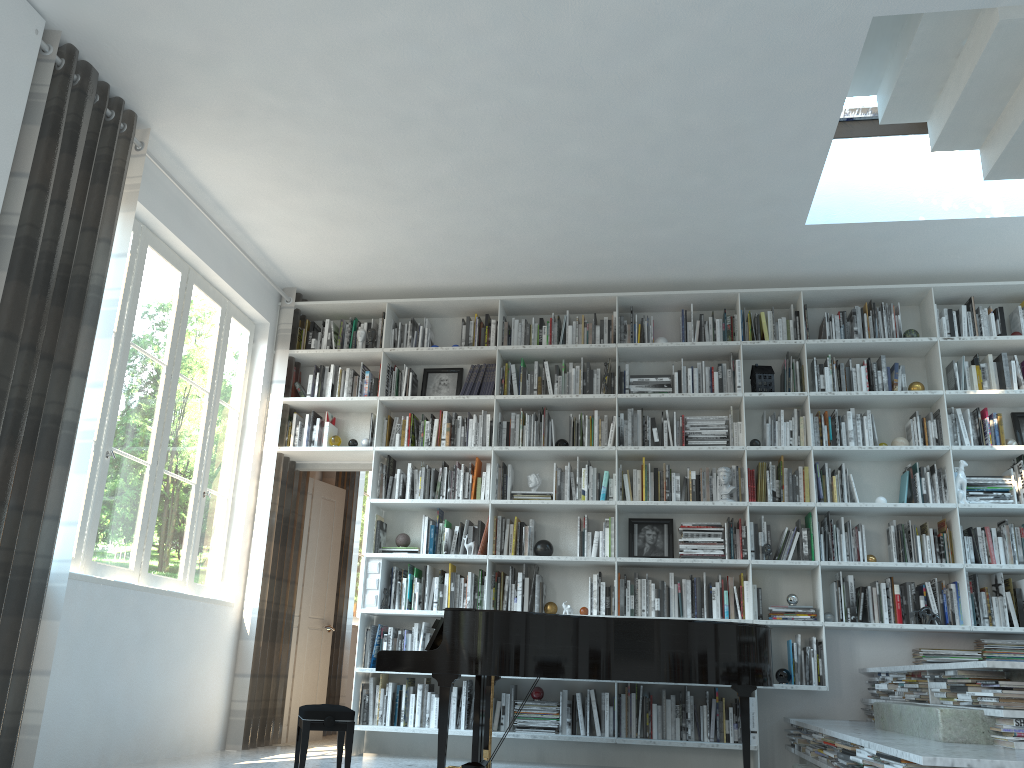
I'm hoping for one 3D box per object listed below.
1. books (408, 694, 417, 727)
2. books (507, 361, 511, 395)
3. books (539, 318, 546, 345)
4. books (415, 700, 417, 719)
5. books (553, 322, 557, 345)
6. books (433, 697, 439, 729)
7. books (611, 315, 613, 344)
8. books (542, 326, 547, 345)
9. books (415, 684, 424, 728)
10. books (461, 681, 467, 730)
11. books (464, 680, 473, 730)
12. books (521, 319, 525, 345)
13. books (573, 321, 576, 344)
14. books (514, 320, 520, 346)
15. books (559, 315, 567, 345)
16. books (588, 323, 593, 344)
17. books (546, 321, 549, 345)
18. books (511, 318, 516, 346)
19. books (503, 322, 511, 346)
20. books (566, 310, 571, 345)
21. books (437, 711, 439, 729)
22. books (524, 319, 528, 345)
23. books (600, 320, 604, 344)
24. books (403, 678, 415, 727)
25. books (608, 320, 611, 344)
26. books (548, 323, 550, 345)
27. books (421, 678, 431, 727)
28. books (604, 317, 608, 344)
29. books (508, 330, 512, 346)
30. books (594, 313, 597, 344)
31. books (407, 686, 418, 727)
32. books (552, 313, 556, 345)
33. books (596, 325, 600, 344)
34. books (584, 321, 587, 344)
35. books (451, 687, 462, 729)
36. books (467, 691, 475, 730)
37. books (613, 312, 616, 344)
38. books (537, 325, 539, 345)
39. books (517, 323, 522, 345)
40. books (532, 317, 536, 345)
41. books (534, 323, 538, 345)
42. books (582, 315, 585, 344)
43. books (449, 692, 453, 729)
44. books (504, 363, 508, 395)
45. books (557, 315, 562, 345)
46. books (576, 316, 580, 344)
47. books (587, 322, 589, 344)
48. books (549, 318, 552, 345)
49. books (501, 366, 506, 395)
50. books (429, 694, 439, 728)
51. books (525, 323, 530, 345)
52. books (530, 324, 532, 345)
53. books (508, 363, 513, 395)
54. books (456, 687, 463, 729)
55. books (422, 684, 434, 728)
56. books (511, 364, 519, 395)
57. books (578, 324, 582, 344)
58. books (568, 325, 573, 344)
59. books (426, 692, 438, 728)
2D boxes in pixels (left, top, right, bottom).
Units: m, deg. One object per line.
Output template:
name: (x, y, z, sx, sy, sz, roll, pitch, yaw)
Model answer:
books: (-0.633, 2.131, 5.795, 0.030, 0.201, 0.168, -1, -18, 9)
books: (-0.015, 0.004, 6.419, 0.014, 0.308, 0.130, -1, -18, 9)
books: (0.220, -0.330, 6.481, 0.028, 0.267, 0.152, -1, -18, 9)
books: (-0.607, 2.136, 5.822, 0.014, 0.210, 0.146, -1, -18, 9)
books: (0.324, -0.318, 6.454, 0.029, 0.235, 0.130, -1, -18, 9)
books: (-0.472, 2.135, 5.764, 0.031, 0.187, 0.190, -1, -18, 9)
books: (0.727, -0.342, 6.382, 0.014, 0.266, 0.172, -1, -18, 9)
books: (0.246, -0.302, 6.458, 0.030, 0.200, 0.152, -1, -18, 9)
books: (-0.587, 2.101, 5.802, 0.031, 0.265, 0.187, -1, -18, 9)
books: (-0.296, 2.084, 5.760, 0.021, 0.294, 0.188, -1, -18, 9)
books: (-0.280, 2.079, 5.756, 0.012, 0.302, 0.166, -1, -18, 9)
books: (0.091, -0.325, 6.484, 0.023, 0.250, 0.171, -1, -18, 9)
books: (0.458, -0.321, 6.429, 0.026, 0.235, 0.135, -1, -18, 9)
books: (0.041, -0.326, 6.494, 0.031, 0.254, 0.146, -1, -18, 9)
books: (0.374, -0.342, 6.435, 0.052, 0.272, 0.173, -1, -18, 9)
books: (0.570, -0.313, 6.381, 0.026, 0.199, 0.188, -1, -18, 9)
books: (0.268, -0.319, 6.456, 0.013, 0.233, 0.155, -1, -18, 9)
books: (0.018, -0.331, 6.520, 0.021, 0.278, 0.141, -1, -18, 9)
books: (-0.035, -0.319, 6.498, 0.029, 0.236, 0.157, -1, -18, 9)
books: (0.409, -0.358, 6.449, 0.014, 0.314, 0.166, -1, -18, 9)
books: (-0.444, 2.108, 5.768, 0.023, 0.243, 0.188, -1, -18, 9)
books: (0.107, -0.326, 6.477, 0.012, 0.249, 0.174, -1, -18, 9)
books: (0.653, -0.325, 6.394, 0.026, 0.236, 0.149, -1, -18, 9)
books: (-0.674, 2.086, 5.821, 0.013, 0.299, 0.184, -1, -18, 9)
books: (0.705, -0.324, 6.372, 0.026, 0.224, 0.173, -1, -18, 9)
books: (0.278, -0.312, 6.444, 0.011, 0.215, 0.160, -1, -18, 9)
books: (-0.562, 2.089, 5.822, 0.014, 0.303, 0.140, -1, -18, 9)
books: (0.682, -0.334, 6.401, 0.029, 0.260, 0.152, -1, -18, 9)
books: (-0.007, -0.288, 6.500, 0.024, 0.182, 0.134, -1, -18, 9)
books: (0.604, -0.349, 6.406, 0.013, 0.284, 0.160, -1, -18, 9)
books: (-0.654, 2.118, 5.830, 0.022, 0.245, 0.135, -1, -18, 9)
books: (0.304, -0.351, 6.455, 0.010, 0.298, 0.151, -1, -18, 9)
books: (0.622, -0.303, 6.382, 0.031, 0.184, 0.177, -1, -18, 9)
books: (0.537, -0.322, 6.405, 0.021, 0.228, 0.161, -1, -18, 9)
books: (-0.359, 2.105, 5.770, 0.027, 0.255, 0.179, -1, -18, 9)
books: (-0.239, 2.108, 5.765, 0.065, 0.255, 0.156, -1, -18, 9)
books: (0.746, -0.354, 6.378, 0.026, 0.287, 0.176, -1, -18, 9)
books: (0.199, -0.305, 6.477, 0.012, 0.215, 0.150, -1, -18, 9)
books: (0.066, -0.311, 6.480, 0.023, 0.219, 0.182, -1, -18, 9)
books: (0.162, -0.333, 6.473, 0.010, 0.263, 0.161, -1, -18, 9)
books: (0.183, -0.311, 6.490, 0.025, 0.234, 0.130, -1, -18, 9)
books: (0.519, -0.342, 6.407, 0.014, 0.265, 0.192, -1, -18, 9)
books: (-0.383, 2.121, 5.772, 0.022, 0.224, 0.141, -1, -18, 9)
books: (-0.032, 0.010, 6.398, 0.013, 0.282, 0.159, -1, -18, 9)
books: (0.343, -0.342, 6.443, 0.013, 0.275, 0.165, -1, -18, 9)
books: (0.479, -0.336, 6.432, 0.014, 0.268, 0.157, -1, -18, 9)
books: (0.551, -0.316, 6.388, 0.013, 0.206, 0.178, -1, -18, 9)
books: (0.291, -0.329, 6.448, 0.013, 0.250, 0.184, -1, -18, 9)
books: (-0.052, 0.018, 6.383, 0.023, 0.255, 0.175, -1, -18, 9)
books: (-0.500, 2.128, 5.778, 0.028, 0.205, 0.171, -1, -18, 9)
books: (0.125, -0.310, 6.456, 0.029, 0.207, 0.179, -1, -18, 9)
books: (0.149, -0.306, 6.465, 0.014, 0.206, 0.167, -1, -18, 9)
books: (-0.007, 0.007, 6.392, 0.010, 0.286, 0.149, -1, -18, 9)
books: (-0.322, 2.108, 5.788, 0.040, 0.263, 0.138, -1, -18, 9)
books: (-0.546, 2.101, 5.796, 0.025, 0.265, 0.160, -1, -18, 9)
books: (0.032, 0.015, 6.391, 0.067, 0.273, 0.168, -1, -18, 9)
books: (0.500, -0.308, 6.429, 0.029, 0.213, 0.142, -1, -18, 9)
books: (0.428, -0.301, 6.419, 0.031, 0.189, 0.182, -1, -18, 9)
books: (-0.524, 2.123, 5.784, 0.021, 0.217, 0.191, -1, -18, 9)
